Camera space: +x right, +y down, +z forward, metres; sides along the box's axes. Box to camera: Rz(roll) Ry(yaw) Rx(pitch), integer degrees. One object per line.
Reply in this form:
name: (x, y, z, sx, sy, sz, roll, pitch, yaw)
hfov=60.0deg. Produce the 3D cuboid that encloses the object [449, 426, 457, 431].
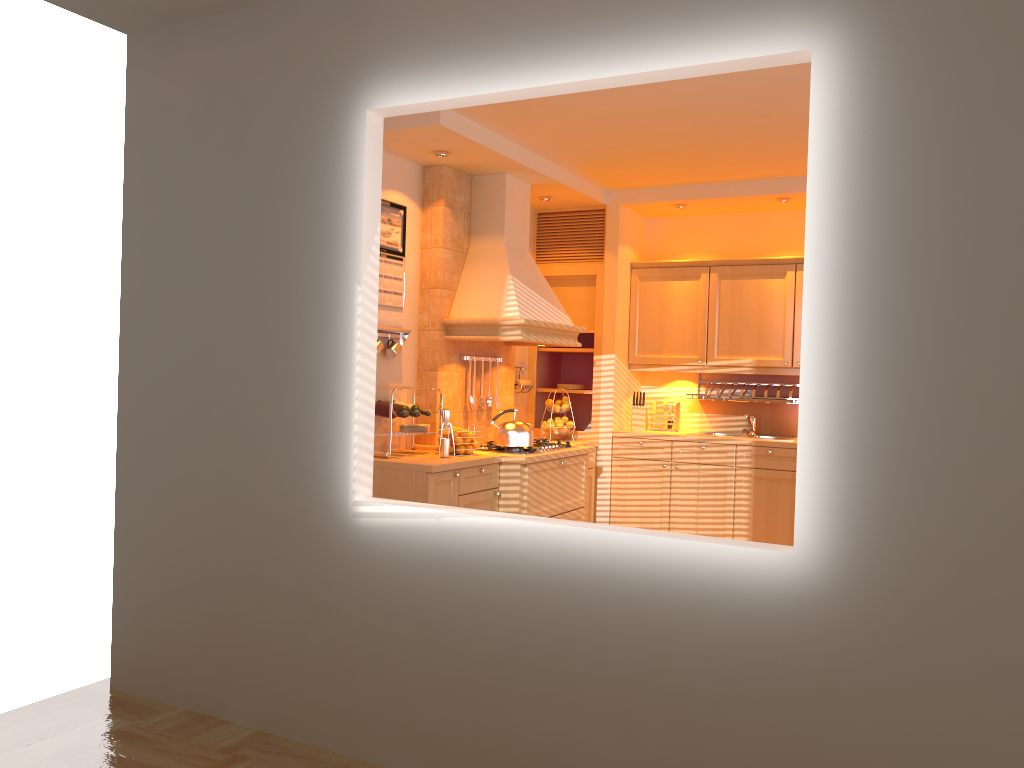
object: (-0.340, 0.276, 5.188, 0.059, 0.060, 0.050, 2, 1, -12)

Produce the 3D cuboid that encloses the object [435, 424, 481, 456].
object: (-0.310, 0.319, 5.130, 0.189, 0.174, 0.207, 3, 1, 43)

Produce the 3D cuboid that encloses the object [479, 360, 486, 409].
object: (-0.186, 0.002, 5.760, 0.017, 0.320, 0.090, 2, 1, 28)

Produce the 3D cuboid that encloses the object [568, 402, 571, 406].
object: (0.406, 0.147, 6.499, 0.058, 0.060, 0.057, 1, 1, -41)

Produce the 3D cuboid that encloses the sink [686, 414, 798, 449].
sink: (1.661, 0.380, 6.275, 0.746, 0.336, 0.465, 2, 1, 28)

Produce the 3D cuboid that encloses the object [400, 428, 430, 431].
object: (-0.561, 0.263, 5.139, 0.172, 0.011, 0.163, 2, 1, -3)

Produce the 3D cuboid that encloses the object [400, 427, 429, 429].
object: (-0.561, 0.256, 5.139, 0.172, 0.011, 0.163, 2, 1, -3)

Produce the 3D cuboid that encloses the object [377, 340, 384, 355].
object: (-0.764, -0.204, 4.956, 0.066, 0.111, 0.103, 2, 1, 21)

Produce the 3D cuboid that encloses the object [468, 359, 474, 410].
object: (-0.257, 0.004, 5.616, 0.028, 0.323, 0.055, 2, 1, 28)

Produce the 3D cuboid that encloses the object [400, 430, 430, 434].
object: (-0.562, 0.276, 5.139, 0.172, 0.011, 0.163, 2, 1, -3)

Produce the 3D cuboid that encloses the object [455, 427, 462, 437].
object: (-0.306, 0.277, 5.120, 0.063, 0.053, 0.051, 2, 1, -11)

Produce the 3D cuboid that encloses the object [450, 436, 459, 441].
object: (-0.338, 0.307, 5.150, 0.061, 0.051, 0.055, 2, 1, -18)

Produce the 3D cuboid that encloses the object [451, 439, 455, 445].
object: (-0.325, 0.321, 5.092, 0.051, 0.053, 0.064, 2, 1, -9)

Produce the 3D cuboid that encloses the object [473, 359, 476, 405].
object: (-0.239, 0.001, 5.672, 0.006, 0.319, 0.028, 2, 1, 28)

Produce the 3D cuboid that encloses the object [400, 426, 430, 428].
object: (-0.561, 0.250, 5.139, 0.172, 0.011, 0.163, 2, 1, -3)

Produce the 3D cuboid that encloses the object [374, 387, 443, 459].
object: (-0.624, 0.208, 5.040, 0.221, 0.379, 0.572, 2, 1, 28)

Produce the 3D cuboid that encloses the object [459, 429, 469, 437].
object: (-0.276, 0.282, 5.068, 0.053, 0.051, 0.063, 2, 1, 35)

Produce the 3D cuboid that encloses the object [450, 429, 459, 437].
object: (-0.327, 0.284, 5.055, 0.057, 0.060, 0.052, 1, 1, -24)

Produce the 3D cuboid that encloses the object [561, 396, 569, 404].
object: (0.388, 0.118, 6.461, 0.055, 0.059, 0.058, 2, 1, -16)

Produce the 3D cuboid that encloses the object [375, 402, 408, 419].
object: (-0.696, 0.142, 4.884, 0.282, 0.095, 0.076, 2, 1, 28)

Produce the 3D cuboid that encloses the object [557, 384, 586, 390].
object: (0.455, 0.022, 6.760, 0.222, 0.039, 0.222, 1, 1, -45)

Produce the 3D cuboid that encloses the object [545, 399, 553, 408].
object: (0.274, 0.141, 6.454, 0.063, 0.064, 0.061, 2, 1, 37)

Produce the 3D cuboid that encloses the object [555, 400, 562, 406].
object: (0.341, 0.140, 6.480, 0.050, 0.051, 0.051, 1, 1, -38)

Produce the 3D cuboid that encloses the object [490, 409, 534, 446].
object: (0.012, 0.258, 5.367, 0.242, 0.215, 0.251, 2, 1, 15)

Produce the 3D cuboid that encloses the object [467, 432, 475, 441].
object: (-0.241, 0.305, 5.134, 0.053, 0.052, 0.061, 2, 1, 1)

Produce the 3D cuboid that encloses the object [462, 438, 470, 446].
object: (-0.269, 0.327, 5.088, 0.052, 0.053, 0.062, 1, 1, -40)

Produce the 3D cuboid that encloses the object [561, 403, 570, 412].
object: (0.387, 0.170, 6.449, 0.063, 0.063, 0.064, 3, 1, 45)

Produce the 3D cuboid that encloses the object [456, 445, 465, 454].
object: (-0.294, 0.372, 5.053, 0.052, 0.057, 0.060, 2, 1, -10)

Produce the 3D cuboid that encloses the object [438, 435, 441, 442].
object: (-0.398, 0.322, 5.120, 0.060, 0.055, 0.053, 2, 1, 31)

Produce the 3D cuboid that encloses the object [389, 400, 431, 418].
object: (-0.588, 0.143, 5.088, 0.282, 0.095, 0.076, 2, 1, 28)

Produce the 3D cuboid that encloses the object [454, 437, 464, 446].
object: (-0.305, 0.325, 5.038, 0.063, 0.051, 0.053, 1, 1, -43)

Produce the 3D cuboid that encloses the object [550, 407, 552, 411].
object: (0.301, 0.173, 6.493, 0.057, 0.056, 0.051, 2, 1, -12)

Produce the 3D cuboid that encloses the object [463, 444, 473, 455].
object: (-0.261, 0.378, 5.105, 0.074, 0.063, 0.064, 2, 1, 8)

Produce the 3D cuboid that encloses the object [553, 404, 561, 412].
object: (0.322, 0.175, 6.438, 0.064, 0.058, 0.063, 2, 1, -6)

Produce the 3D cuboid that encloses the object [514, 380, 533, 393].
object: (0.069, 0.016, 6.504, 0.096, 0.094, 0.186, 2, 1, 28)

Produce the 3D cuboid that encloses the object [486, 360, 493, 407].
object: (-0.157, -0.004, 5.852, 0.037, 0.309, 0.077, 2, 1, 27)

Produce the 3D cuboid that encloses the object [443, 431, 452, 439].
object: (-0.367, 0.295, 5.091, 0.063, 0.051, 0.053, 2, 1, 33)

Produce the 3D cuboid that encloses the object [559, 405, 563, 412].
object: (0.360, 0.175, 6.506, 0.058, 0.059, 0.058, 1, 1, -31)

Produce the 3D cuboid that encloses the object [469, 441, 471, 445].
object: (-0.269, 0.342, 5.184, 0.051, 0.055, 0.061, 1, 1, -33)

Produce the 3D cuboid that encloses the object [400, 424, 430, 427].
object: (-0.561, 0.243, 5.139, 0.172, 0.011, 0.163, 2, 1, -3)

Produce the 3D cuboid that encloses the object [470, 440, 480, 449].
object: (-0.216, 0.352, 5.139, 0.052, 0.054, 0.061, 1, 1, -35)

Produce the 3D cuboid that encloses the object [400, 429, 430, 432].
object: (-0.562, 0.269, 5.139, 0.172, 0.011, 0.163, 2, 1, -3)

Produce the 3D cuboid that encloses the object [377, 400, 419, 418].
object: (-0.642, 0.143, 4.986, 0.282, 0.095, 0.076, 2, 1, 28)

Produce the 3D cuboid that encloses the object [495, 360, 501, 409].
object: (-0.091, 0.004, 5.936, 0.020, 0.323, 0.061, 2, 1, 28)

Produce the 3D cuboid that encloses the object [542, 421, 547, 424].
object: (0.244, 0.295, 6.534, 0.046, 0.047, 0.044, 1, 1, -41)
